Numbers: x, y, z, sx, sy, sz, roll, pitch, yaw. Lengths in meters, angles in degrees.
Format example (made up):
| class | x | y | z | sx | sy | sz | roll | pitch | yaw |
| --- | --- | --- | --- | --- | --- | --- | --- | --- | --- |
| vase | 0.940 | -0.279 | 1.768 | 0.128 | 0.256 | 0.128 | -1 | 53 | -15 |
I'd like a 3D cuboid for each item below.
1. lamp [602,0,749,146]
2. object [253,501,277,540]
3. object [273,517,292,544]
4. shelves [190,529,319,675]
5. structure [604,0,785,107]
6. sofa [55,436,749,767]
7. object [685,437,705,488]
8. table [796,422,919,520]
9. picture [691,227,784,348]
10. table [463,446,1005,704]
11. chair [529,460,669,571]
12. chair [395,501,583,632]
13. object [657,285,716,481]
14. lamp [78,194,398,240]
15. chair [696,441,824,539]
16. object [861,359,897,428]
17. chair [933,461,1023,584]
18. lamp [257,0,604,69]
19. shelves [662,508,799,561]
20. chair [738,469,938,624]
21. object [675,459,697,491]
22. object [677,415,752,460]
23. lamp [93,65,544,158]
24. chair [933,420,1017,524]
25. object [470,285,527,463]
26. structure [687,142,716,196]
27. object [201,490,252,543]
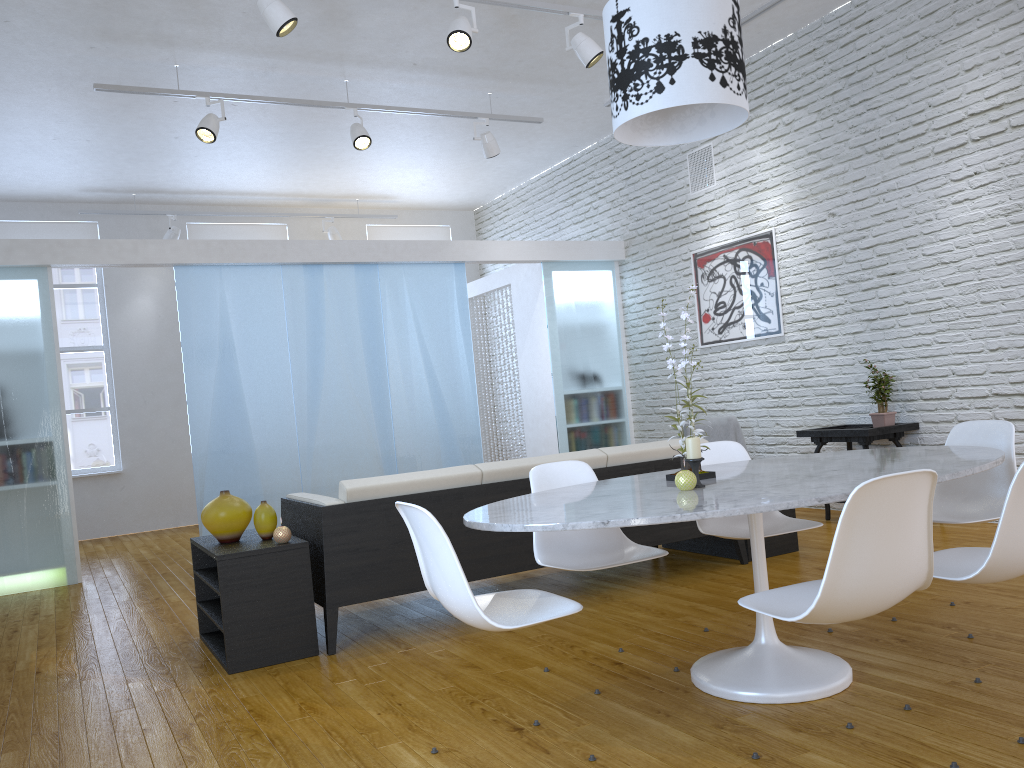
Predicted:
| class | x | y | z | sx | sy | sz | roll | pitch | yaw |
| --- | --- | --- | --- | --- | --- | --- | --- | --- | --- |
| lamp | 0.431 | -1.535 | 2.635 | 0.400 | 1.538 | 0.398 | -5 | 1 | 29 |
| object | -1.027 | 0.566 | 3.691 | 0.095 | 0.160 | 0.095 | -5 | 0 | 14 |
| object | -0.917 | 0.581 | 3.529 | 0.071 | 0.104 | 0.071 | -5 | 0 | -1 |
| shelves | -1.104 | 0.882 | 3.744 | 0.349 | 0.451 | 0.731 | -5 | -1 | -28 |
| structure | 1.661 | -2.270 | 5.341 | 0.052 | 0.182 | 3.910 | -6 | -1 | -28 |
| sofa | -0.295 | 0.730 | 4.958 | 5.330 | 0.679 | 9.736 | -5 | -1 | -28 |
| object | 0.539 | 0.217 | 2.624 | 0.059 | 0.176 | 0.059 | -6 | 1 | -43 |
| table | 2.163 | 0.553 | 5.510 | 0.439 | 0.578 | 0.564 | -5 | 0 | -28 |
| picture | 1.675 | -0.696 | 6.669 | 0.010 | 0.769 | 0.922 | -6 | 0 | -28 |
| table | 0.772 | 0.600 | 2.752 | 1.907 | 0.623 | 1.072 | -5 | -1 | -28 |
| chair | 0.270 | 0.440 | 2.975 | 0.405 | 0.352 | 0.420 | -5 | -1 | -28 |
| chair | -0.068 | 0.457 | 2.312 | 0.419 | 0.352 | 0.406 | -5 | -1 | -26 |
| object | 0.557 | -0.005 | 2.850 | 0.166 | 0.638 | 0.202 | -5 | 0 | 1 |
| lamp | -2.627 | -1.631 | 8.920 | 3.114 | 0.486 | 0.198 | -5 | 0 | -29 |
| chair | 0.880 | 0.389 | 3.270 | 0.405 | 0.352 | 0.420 | -5 | -1 | -24 |
| object | 2.260 | 0.055 | 5.441 | 0.175 | 0.436 | 0.237 | -5 | 0 | -3 |
| chair | 1.241 | 0.335 | 2.312 | 0.405 | 0.352 | 0.420 | -5 | -1 | -29 |
| lamp | -0.384 | -1.935 | 4.537 | 3.114 | 0.486 | 0.223 | -5 | 0 | -28 |
| shelves | 1.179 | 0.695 | 4.941 | 0.349 | 0.451 | 0.731 | -5 | -1 | -28 |
| chair | 0.764 | 0.374 | 2.076 | 0.405 | 0.352 | 0.420 | -5 | -1 | -25 |
| object | 0.503 | 0.262 | 2.573 | 0.063 | 0.091 | 0.062 | -5 | 0 | 20 |
| object | 1.423 | 0.583 | 6.252 | 0.645 | 0.687 | 0.635 | -5 | 0 | 11 |
| lamp | -1.135 | -1.832 | 6.055 | 3.113 | 0.486 | 0.205 | -5 | 0 | -30 |
| chair | 1.574 | 0.322 | 3.172 | 0.419 | 0.352 | 0.406 | -5 | -1 | -26 |
| object | -0.106 | 0.100 | 8.606 | 0.051 | 2.016 | 0.924 | -6 | 0 | -28 |
| structure | 1.474 | -1.667 | 6.892 | 0.010 | 0.334 | 0.308 | -6 | 0 | -28 |
| object | -1.196 | 0.555 | 3.722 | 0.207 | 0.215 | 0.207 | -5 | 0 | 14 |
